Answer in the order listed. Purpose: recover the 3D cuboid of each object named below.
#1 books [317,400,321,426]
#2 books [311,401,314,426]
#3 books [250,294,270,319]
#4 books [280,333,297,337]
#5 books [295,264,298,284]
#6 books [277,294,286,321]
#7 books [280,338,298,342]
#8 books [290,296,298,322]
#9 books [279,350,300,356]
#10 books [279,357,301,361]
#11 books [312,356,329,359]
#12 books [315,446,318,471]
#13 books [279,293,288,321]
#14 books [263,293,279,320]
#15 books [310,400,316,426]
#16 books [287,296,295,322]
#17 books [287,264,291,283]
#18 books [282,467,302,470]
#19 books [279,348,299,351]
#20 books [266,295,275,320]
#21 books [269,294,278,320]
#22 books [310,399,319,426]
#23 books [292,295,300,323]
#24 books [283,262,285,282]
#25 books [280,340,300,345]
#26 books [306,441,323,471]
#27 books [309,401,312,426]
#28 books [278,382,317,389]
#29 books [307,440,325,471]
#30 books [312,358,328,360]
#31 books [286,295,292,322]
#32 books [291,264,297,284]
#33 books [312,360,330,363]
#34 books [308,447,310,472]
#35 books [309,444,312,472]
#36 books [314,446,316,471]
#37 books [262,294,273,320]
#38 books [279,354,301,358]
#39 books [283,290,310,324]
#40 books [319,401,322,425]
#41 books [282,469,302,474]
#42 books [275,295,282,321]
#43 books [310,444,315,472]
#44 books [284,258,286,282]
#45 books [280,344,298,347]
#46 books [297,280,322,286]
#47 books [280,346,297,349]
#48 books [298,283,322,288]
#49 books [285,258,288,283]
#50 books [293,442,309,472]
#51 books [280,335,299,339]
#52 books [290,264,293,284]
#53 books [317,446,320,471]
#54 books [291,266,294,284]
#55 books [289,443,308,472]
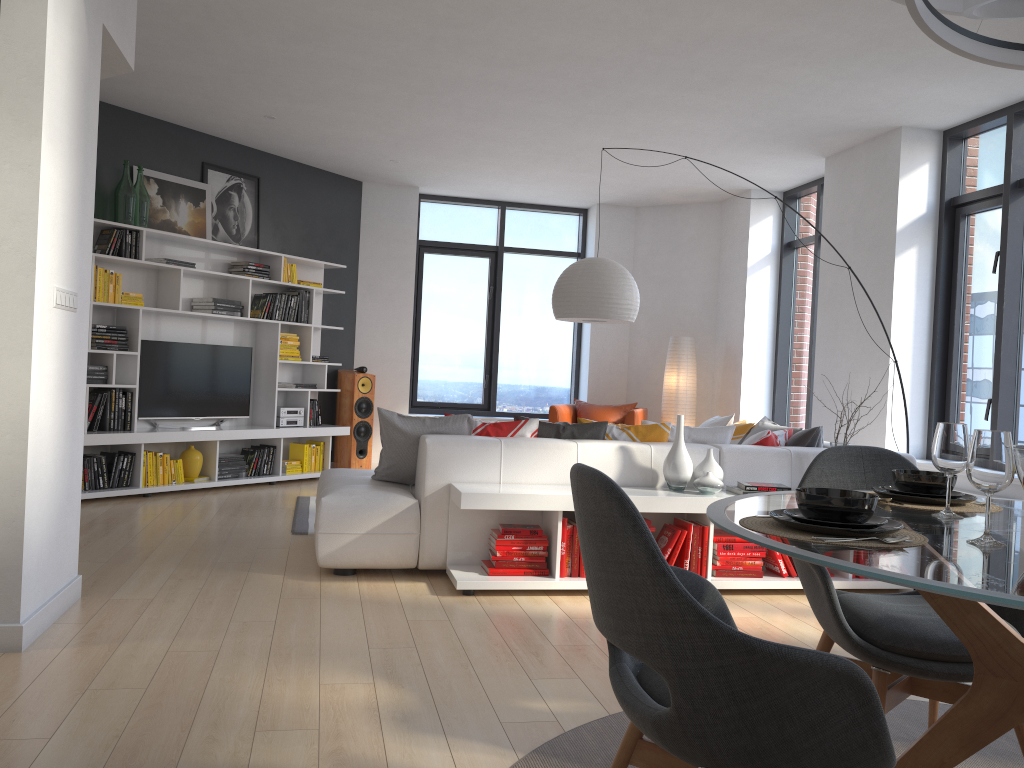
[{"bbox_3d":[-1.903,0.275,8.478,0.177,0.242,0.066,3,1,33],"label":"books"},{"bbox_3d":[-1.951,0.276,8.412,0.170,0.236,0.049,3,1,33],"label":"books"},{"bbox_3d":[-2.254,-0.687,7.885,0.182,0.234,0.104,3,1,33],"label":"books"},{"bbox_3d":[-2.132,-0.458,8.201,0.163,0.023,0.223,3,1,37],"label":"books"},{"bbox_3d":[-2.029,-1.005,8.145,0.142,0.184,0.044,3,1,34],"label":"books"},{"bbox_3d":[-2.155,-0.692,8.044,0.191,0.249,0.084,3,1,33],"label":"books"},{"bbox_3d":[-2.118,-0.410,8.192,0.227,0.022,0.160,2,1,-41],"label":"books"},{"bbox_3d":[-2.075,-0.689,8.162,0.191,0.249,0.084,3,1,33],"label":"books"},{"bbox_3d":[-2.117,-0.290,8.183,0.189,0.042,0.243,3,1,33],"label":"books"},{"bbox_3d":[-2.107,-0.231,8.178,0.194,0.028,0.257,3,1,38],"label":"books"},{"bbox_3d":[-1.885,-0.258,8.473,0.161,0.023,0.213,3,1,36],"label":"books"},{"bbox_3d":[-1.905,0.698,8.384,0.172,0.234,0.024,3,1,33],"label":"books"},{"bbox_3d":[-2.137,-0.696,8.073,0.197,0.260,0.066,3,1,33],"label":"books"},{"bbox_3d":[-2.191,-0.695,7.991,0.192,0.254,0.075,3,1,32],"label":"books"},{"bbox_3d":[-1.932,0.273,8.426,0.169,0.242,0.050,3,1,32],"label":"books"},{"bbox_3d":[-2.086,-0.686,8.124,0.179,0.243,0.071,3,1,32],"label":"books"},{"bbox_3d":[-2.072,-1.004,8.071,0.132,0.180,0.054,3,1,33],"label":"books"},{"bbox_3d":[-2.055,0.771,8.158,0.148,0.011,0.196,3,1,33],"label":"books"},{"bbox_3d":[-2.128,-0.319,8.189,0.189,0.014,0.251,3,1,36],"label":"books"},{"bbox_3d":[-2.211,-0.685,7.935,0.169,0.233,0.081,3,1,32],"label":"books"},{"bbox_3d":[-2.182,-0.687,7.957,0.172,0.242,0.069,3,1,34],"label":"books"},{"bbox_3d":[-1.926,0.268,8.457,0.193,0.255,0.066,3,1,32],"label":"books"},{"bbox_3d":[-2.057,-0.693,8.191,0.197,0.260,0.066,3,1,33],"label":"books"},{"bbox_3d":[-2.112,-1.030,7.997,0.161,0.229,0.041,3,1,32],"label":"books"},{"bbox_3d":[-2.114,-0.382,8.197,0.176,0.033,0.239,3,1,36],"label":"books"},{"bbox_3d":[-1.882,0.681,8.435,0.204,0.270,0.029,3,1,33],"label":"books"},{"bbox_3d":[-1.970,0.275,8.395,0.189,0.240,0.053,3,1,33],"label":"books"},{"bbox_3d":[-2.027,0.014,8.328,0.250,0.047,0.310,3,0,28],"label":"books"},{"bbox_3d":[-1.875,0.681,8.462,0.213,0.270,0.025,3,1,33],"label":"books"},{"bbox_3d":[-1.875,-0.238,8.463,0.142,0.015,0.198,3,1,31],"label":"books"},{"bbox_3d":[-2.111,-0.692,8.109,0.192,0.254,0.075,3,1,32],"label":"books"},{"bbox_3d":[-2.035,-1.005,8.121,0.141,0.184,0.064,3,1,34],"label":"books"},{"bbox_3d":[-1.873,-0.219,8.462,0.161,0.023,0.213,3,1,36],"label":"books"},{"bbox_3d":[-1.948,0.701,8.291,0.156,0.229,0.024,3,1,33],"label":"books"},{"bbox_3d":[-1.951,0.688,8.318,0.180,0.251,0.019,3,1,33],"label":"books"},{"bbox_3d":[-1.921,0.695,8.365,0.169,0.239,0.023,3,1,33],"label":"books"},{"bbox_3d":[-2.240,-0.686,7.916,0.187,0.234,0.096,3,1,33],"label":"books"},{"bbox_3d":[-2.115,-0.257,8.180,0.203,0.024,0.257,3,1,36],"label":"books"},{"bbox_3d":[-2.026,-0.717,8.288,0.259,0.321,0.128,3,1,33],"label":"books"},{"bbox_3d":[-1.912,0.278,8.523,0.179,0.233,0.077,3,1,33],"label":"books"},{"bbox_3d":[-2.053,0.794,8.155,0.147,0.033,0.190,3,1,33],"label":"books"},{"bbox_3d":[-2.171,-0.687,8.010,0.179,0.243,0.068,3,1,32],"label":"books"},{"bbox_3d":[-1.935,0.689,8.340,0.185,0.250,0.035,3,1,33],"label":"books"},{"bbox_3d":[-2.116,-1.028,8.027,0.163,0.224,0.041,3,1,31],"label":"books"},{"bbox_3d":[-2.123,-0.357,8.189,0.171,0.019,0.239,3,1,33],"label":"books"},{"bbox_3d":[-1.954,-0.950,8.341,0.203,0.024,0.257,3,1,36],"label":"books"},{"bbox_3d":[-2.116,-0.336,8.170,0.145,0.023,0.217,3,1,37],"label":"books"},{"bbox_3d":[-1.946,-0.924,8.339,0.194,0.028,0.257,3,1,38],"label":"books"},{"bbox_3d":[-2.107,-1.028,8.057,0.164,0.224,0.054,3,1,32],"label":"books"},{"bbox_3d":[-1.975,0.683,8.286,0.199,0.263,0.015,3,1,33],"label":"books"},{"bbox_3d":[-2.110,-0.433,8.197,0.163,0.023,0.223,3,1,37],"label":"books"},{"bbox_3d":[-2.056,-1.003,8.084,0.128,0.178,0.044,3,1,33],"label":"books"},{"bbox_3d":[-1.894,0.698,8.408,0.172,0.234,0.024,3,1,33],"label":"books"},{"bbox_3d":[-2.036,-0.992,8.093,0.108,0.161,0.046,3,1,32],"label":"books"},{"bbox_3d":[-1.990,0.684,8.260,0.198,0.255,0.044,3,1,33],"label":"books"}]
